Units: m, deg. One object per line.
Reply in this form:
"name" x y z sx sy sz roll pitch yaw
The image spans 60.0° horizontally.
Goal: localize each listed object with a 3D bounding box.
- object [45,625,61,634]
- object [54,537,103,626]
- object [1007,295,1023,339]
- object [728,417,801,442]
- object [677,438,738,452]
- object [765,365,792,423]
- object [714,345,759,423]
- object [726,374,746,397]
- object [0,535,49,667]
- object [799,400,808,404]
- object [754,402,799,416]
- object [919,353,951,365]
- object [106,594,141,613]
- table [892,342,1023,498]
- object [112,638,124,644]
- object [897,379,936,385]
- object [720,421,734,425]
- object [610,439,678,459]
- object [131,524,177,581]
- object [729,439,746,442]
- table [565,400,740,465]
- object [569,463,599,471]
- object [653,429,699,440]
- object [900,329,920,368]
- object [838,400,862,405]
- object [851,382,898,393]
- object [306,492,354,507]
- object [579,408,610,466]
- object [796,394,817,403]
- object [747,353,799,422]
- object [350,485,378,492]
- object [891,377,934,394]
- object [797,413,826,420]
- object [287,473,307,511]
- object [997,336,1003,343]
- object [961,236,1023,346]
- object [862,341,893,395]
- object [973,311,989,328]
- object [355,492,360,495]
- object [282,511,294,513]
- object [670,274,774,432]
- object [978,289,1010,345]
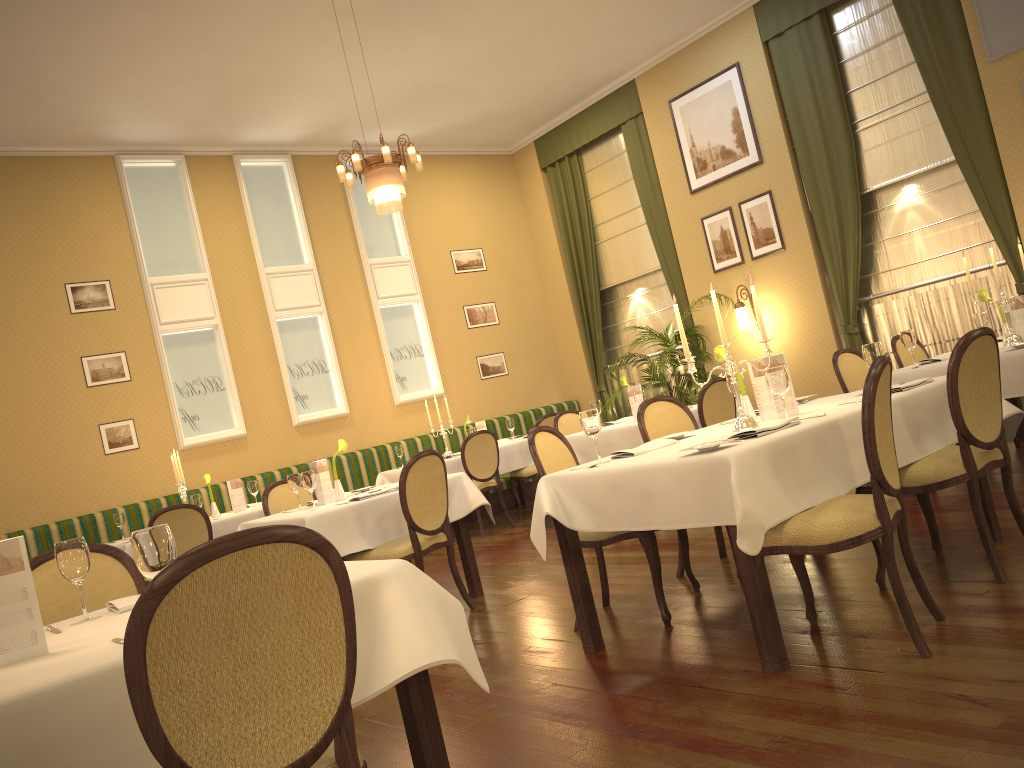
"object" -1.238 0.663 2.396 0.017 0.010 0.185 -12 -2 -37
"object" -1.203 0.545 2.457 0.088 0.229 0.088 -14 -2 10
"object" 3.192 -0.414 5.509 0.166 0.277 0.081 -14 -2 23
"object" 0.947 0.171 3.336 0.273 0.033 0.142 -12 -2 -38
"object" 0.698 0.226 3.143 0.160 0.024 0.160 -12 -2 -38
"object" 1.057 0.046 3.474 0.088 0.229 0.088 -13 -2 4
"object" 0.996 0.000 3.946 0.076 0.375 0.163 -13 -2 -16
"object" 1.102 0.061 4.300 0.088 0.229 0.088 -14 -2 10
"object" -1.175 0.501 2.018 0.166 0.277 0.081 -14 -2 23
"object" 1.429 0.101 4.505 0.038 0.015 0.181 -12 -2 -37
"object" 1.290 0.124 4.415 0.273 0.033 0.142 -12 -2 -38
"object" 2.626 -0.157 5.436 0.273 0.033 0.142 -12 -2 -38
"object" -1.015 0.607 2.572 0.273 0.033 0.142 -12 -2 -38
"table" 3.278 0.091 5.492 2.152 0.759 1.385 -12 -2 -38
"object" -0.844 0.556 1.922 0.017 0.010 0.185 -12 -2 -38
"object" 1.847 -0.011 4.057 0.038 0.015 0.181 -12 -2 -37
"object" 1.067 0.180 4.239 0.017 0.010 0.185 -12 -2 -37
"object" 0.564 0.275 3.788 0.273 0.033 0.142 -12 -2 -38
"object" -0.757 0.423 1.913 0.088 0.229 0.088 -14 -2 10
"object" 0.790 0.213 3.278 0.038 0.015 0.181 -12 -2 -37
"table" 1.188 0.635 7.161 1.395 0.759 1.389 -12 -2 -36
"object" 0.296 0.340 3.646 0.038 0.015 0.181 -12 -2 -37
"object" 0.747 0.243 4.041 0.160 0.024 0.160 -12 -2 -38
"object" 2.404 -0.211 5.347 0.088 0.229 0.088 -14 -2 10
"object" 1.461 0.072 3.764 0.017 0.010 0.185 -12 -2 -38
"object" 1.679 0.026 4.094 0.160 0.024 0.160 -12 -2 -38
"object" -1.183 0.748 5.760 0.273 0.033 0.142 -12 -2 -38
"object" 0.343 0.221 3.700 0.088 0.229 0.088 -14 -2 10
"object" 1.480 0.088 4.604 0.160 0.024 0.160 -12 -2 -38
"object" 1.131 0.018 3.861 0.166 0.277 0.081 -14 -2 23
"object" -0.993 0.712 5.950 0.160 0.024 0.160 -12 -2 -38
"object" 1.710 0.013 3.881 0.273 0.024 0.142 -12 -2 -38
"object" 1.166 0.134 3.528 0.017 0.010 0.185 -12 -2 -38
"object" -1.371 0.685 5.646 0.088 0.229 0.088 -13 -2 4
"object" 3.351 -0.308 6.063 0.273 0.033 0.142 -12 -2 -38
"object" 2.967 -0.557 5.371 0.390 0.655 0.131 -14 -2 18
"object" 1.548 -0.061 3.756 0.088 0.229 0.088 -14 -2 10
"object" 3.163 -0.371 5.948 0.088 0.229 0.088 -14 -2 10
"object" -1.044 0.725 5.851 0.038 0.015 0.181 -12 -2 -37
"object" -1.405 0.803 5.585 0.017 0.010 0.185 -12 -2 -37
"object" 0.906 -0.125 3.724 0.390 0.655 0.131 -13 -2 -4
"object" 3.058 -0.432 5.594 0.076 0.375 0.163 -13 -2 -16
